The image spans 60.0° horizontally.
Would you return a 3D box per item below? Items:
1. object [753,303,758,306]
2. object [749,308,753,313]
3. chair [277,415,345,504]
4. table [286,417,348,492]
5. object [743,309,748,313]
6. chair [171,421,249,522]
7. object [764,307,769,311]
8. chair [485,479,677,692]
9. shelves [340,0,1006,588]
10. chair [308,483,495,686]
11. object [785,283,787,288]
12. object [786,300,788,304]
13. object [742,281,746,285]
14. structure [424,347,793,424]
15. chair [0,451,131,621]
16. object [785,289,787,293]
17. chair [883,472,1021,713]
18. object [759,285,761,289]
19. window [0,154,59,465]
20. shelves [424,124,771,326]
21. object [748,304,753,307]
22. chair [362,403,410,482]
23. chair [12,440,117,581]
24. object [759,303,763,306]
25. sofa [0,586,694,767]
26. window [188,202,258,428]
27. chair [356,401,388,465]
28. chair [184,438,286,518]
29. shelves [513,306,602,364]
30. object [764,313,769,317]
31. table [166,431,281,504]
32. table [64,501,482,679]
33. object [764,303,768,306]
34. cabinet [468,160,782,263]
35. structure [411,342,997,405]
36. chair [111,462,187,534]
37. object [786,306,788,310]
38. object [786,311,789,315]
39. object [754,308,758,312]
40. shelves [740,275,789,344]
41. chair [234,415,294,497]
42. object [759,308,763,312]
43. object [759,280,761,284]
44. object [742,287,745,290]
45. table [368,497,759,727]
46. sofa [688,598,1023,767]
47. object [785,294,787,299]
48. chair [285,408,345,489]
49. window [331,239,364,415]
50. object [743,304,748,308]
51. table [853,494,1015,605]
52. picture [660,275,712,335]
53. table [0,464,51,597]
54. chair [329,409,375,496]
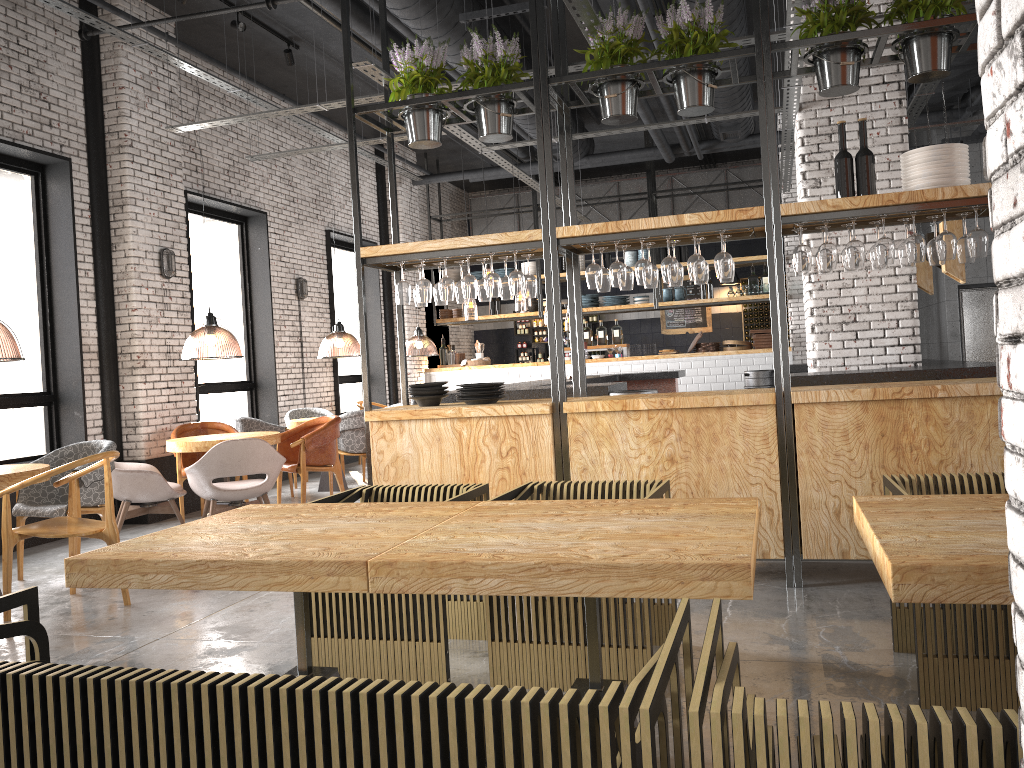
[{"bbox_3d":[4.591,-1.500,16.710,0.079,0.079,0.284,-3,1,17],"label":"object"},{"bbox_3d":[4.496,-1.389,16.699,0.079,0.079,0.284,-3,1,17],"label":"object"},{"bbox_3d":[-1.799,0.764,8.066,0.644,0.929,0.681,-4,0,-36],"label":"chair"},{"bbox_3d":[-2.019,0.786,9.894,0.932,0.810,0.932,-4,1,-26],"label":"table"},{"bbox_3d":[4.409,-1.385,16.740,0.079,0.079,0.284,-3,1,17],"label":"object"},{"bbox_3d":[-2.826,0.820,8.271,0.681,0.929,0.643,-4,0,-31],"label":"chair"},{"bbox_3d":[4.778,-1.404,16.656,0.079,0.079,0.284,-3,1,17],"label":"object"},{"bbox_3d":[0.304,0.810,3.693,0.657,0.730,0.639,-3,0,19],"label":"chair"},{"bbox_3d":[0.844,-1.398,5.135,3.658,5.019,0.690,-3,0,16],"label":"shelves"},{"bbox_3d":[-0.489,0.852,3.913,0.657,0.730,0.639,-3,0,17],"label":"chair"},{"bbox_3d":[5.104,-1.842,16.513,0.079,0.079,0.284,-3,1,17],"label":"object"},{"bbox_3d":[5.126,-1.528,16.526,0.079,0.079,0.284,-3,1,17],"label":"object"},{"bbox_3d":[4.376,-1.909,16.731,0.079,0.079,0.284,-3,1,17],"label":"object"},{"bbox_3d":[1.576,0.252,14.537,5.798,1.346,1.511,-3,1,16],"label":"structure"},{"bbox_3d":[-2.569,0.867,5.213,0.643,0.921,0.613,-3,0,8],"label":"chair"},{"bbox_3d":[5.121,-1.738,16.550,0.079,0.079,0.284,-3,1,17],"label":"object"},{"bbox_3d":[1.781,0.732,3.267,0.657,0.730,0.639,-3,0,15],"label":"chair"},{"bbox_3d":[4.659,-1.819,16.669,0.079,0.079,0.284,-3,1,17],"label":"object"},{"bbox_3d":[-4.306,-0.607,7.227,0.365,2.697,1.535,-3,0,16],"label":"window"},{"bbox_3d":[1.382,-2.685,14.624,5.675,3.066,0.598,-3,0,16],"label":"shelves"},{"bbox_3d":[4.491,-1.494,16.703,0.079,0.079,0.284,-3,1,17],"label":"object"},{"bbox_3d":[-1.426,0.698,10.366,0.644,0.929,0.681,-3,0,-29],"label":"chair"},{"bbox_3d":[-3.002,0.871,6.127,0.681,0.929,0.644,-3,0,26],"label":"chair"},{"bbox_3d":[4.677,-1.504,16.668,0.079,0.079,0.284,-3,1,17],"label":"object"},{"bbox_3d":[-0.540,0.893,1.912,1.805,0.730,0.640,-3,0,16],"label":"sofa"},{"bbox_3d":[-3.402,-0.718,10.296,0.365,2.697,1.535,-3,0,16],"label":"window"},{"bbox_3d":[-1.906,0.690,12.462,0.643,0.921,0.613,-3,0,23],"label":"chair"},{"bbox_3d":[-2.173,0.839,7.018,0.771,0.850,0.802,-4,1,-24],"label":"chair"},{"bbox_3d":[0.924,-0.845,17.902,1.760,1.482,0.157,-3,0,16],"label":"shelves"},{"bbox_3d":[4.773,-1.298,16.619,0.079,0.079,0.284,-3,1,17],"label":"object"},{"bbox_3d":[-2.447,0.855,7.610,0.932,0.810,0.932,-4,1,-26],"label":"table"},{"bbox_3d":[-0.708,0.865,3.006,0.996,0.763,1.000,-3,1,16],"label":"table"},{"bbox_3d":[4.762,-1.508,16.623,0.079,0.079,0.284,-3,1,17],"label":"object"},{"bbox_3d":[2.098,-2.932,16.794,5.861,1.768,0.682,-3,0,16],"label":"cabinet"},{"bbox_3d":[2.106,0.225,9.062,4.309,1.533,5.879,-3,1,16],"label":"structure"},{"bbox_3d":[-3.099,0.887,7.295,0.802,0.850,0.770,-4,0,-24],"label":"chair"},{"bbox_3d":[5.135,-1.423,16.535,0.079,0.079,0.284,-3,1,17],"label":"object"},{"bbox_3d":[5.147,-1.319,16.554,0.079,0.079,0.284,-3,1,17],"label":"object"},{"bbox_3d":[4.593,-1.394,16.695,0.079,0.079,0.284,-3,1,17],"label":"object"},{"bbox_3d":[4.818,-0.943,16.704,0.889,2.148,0.251,-3,0,16],"label":"shelves"},{"bbox_3d":[-2.729,0.788,9.639,0.644,0.929,0.681,-3,0,-29],"label":"chair"},{"bbox_3d":[4.689,-1.400,16.687,0.079,0.079,0.284,-3,1,17],"label":"object"},{"bbox_3d":[4.658,-1.925,16.688,0.079,0.079,0.284,-3,1,17],"label":"object"},{"bbox_3d":[4.392,-1.805,16.764,0.079,0.079,0.284,-3,1,17],"label":"object"},{"bbox_3d":[0.253,0.814,2.722,0.996,0.763,1.000,-3,1,16],"label":"table"},{"bbox_3d":[1.237,0.800,1.387,1.805,0.730,0.640,-3,0,16],"label":"sofa"},{"bbox_3d":[5.123,-1.633,16.535,0.079,0.079,0.284,-3,1,17],"label":"object"},{"bbox_3d":[-2.368,0.749,10.573,0.681,0.929,0.643,-4,0,-29],"label":"chair"},{"bbox_3d":[-2.497,-0.830,13.369,0.365,2.697,1.535,-3,0,16],"label":"window"},{"bbox_3d":[4.406,-1.490,16.749,0.079,0.079,0.284,-3,1,17],"label":"object"},{"bbox_3d":[1.501,0.749,2.354,0.996,0.763,1.000,-3,1,16],"label":"table"},{"bbox_3d":[3.386,-1.550,17.342,0.980,1.142,0.020,-3,0,16],"label":"picture"},{"bbox_3d":[-3.321,0.948,5.408,0.932,0.810,0.932,-4,1,-26],"label":"table"},{"bbox_3d":[-1.591,0.727,9.358,0.681,0.929,0.643,-4,0,-29],"label":"chair"}]
